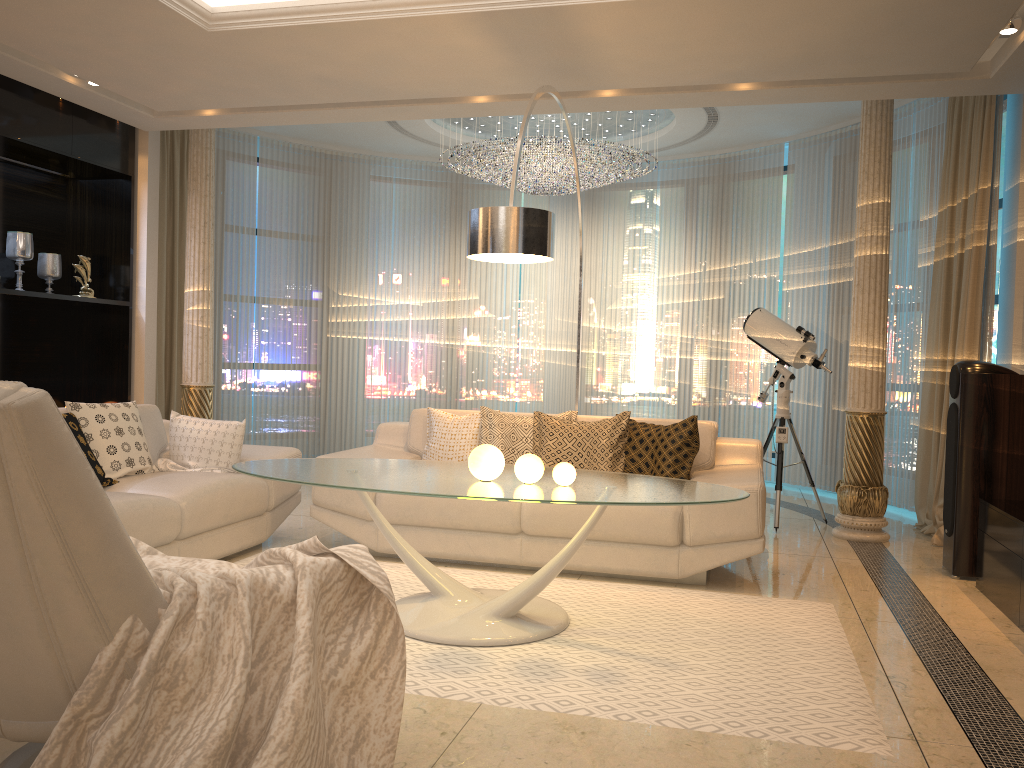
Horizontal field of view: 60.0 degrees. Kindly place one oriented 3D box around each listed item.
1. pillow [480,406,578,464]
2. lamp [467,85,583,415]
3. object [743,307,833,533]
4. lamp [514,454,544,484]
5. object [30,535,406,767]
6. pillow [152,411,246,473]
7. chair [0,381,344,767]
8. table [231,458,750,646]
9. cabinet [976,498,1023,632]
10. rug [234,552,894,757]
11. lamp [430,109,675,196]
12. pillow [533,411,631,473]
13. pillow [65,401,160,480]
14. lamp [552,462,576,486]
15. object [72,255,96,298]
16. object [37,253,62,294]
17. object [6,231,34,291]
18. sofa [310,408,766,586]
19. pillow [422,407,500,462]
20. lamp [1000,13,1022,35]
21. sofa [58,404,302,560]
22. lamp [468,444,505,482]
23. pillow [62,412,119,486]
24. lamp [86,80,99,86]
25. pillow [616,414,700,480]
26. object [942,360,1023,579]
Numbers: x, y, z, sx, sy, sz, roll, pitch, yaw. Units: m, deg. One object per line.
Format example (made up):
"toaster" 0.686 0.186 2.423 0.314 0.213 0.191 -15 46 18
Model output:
"pillow" 0.086 0.345 5.023 0.587 0.429 0.288 1 2 -11
"lamp" 0.189 -0.325 4.780 0.393 2.519 2.009 2 2 15
"object" 1.798 0.217 5.909 0.616 1.471 0.570 2 2 21
"lamp" 0.067 0.328 3.435 0.115 0.115 0.115 3 2 40
"object" -0.804 0.680 2.134 0.972 0.580 1.347 0 2 -38
"pillow" -1.693 0.313 4.765 0.521 0.325 0.281 2 2 24
"chair" -1.011 0.477 2.129 1.027 0.991 0.983 2 2 14
"table" -0.153 0.658 3.591 2.140 0.565 0.999 2 2 14
"cabinet" 2.145 0.819 2.958 0.416 0.444 2.842 2 2 15
"rug" -0.139 0.954 3.583 2.900 0.020 1.661 2 2 14
"lamp" 0.308 -1.944 7.503 2.109 0.685 2.109 1 2 -30
"pillow" 0.376 0.352 4.872 0.575 0.436 0.301 2 2 21
"pillow" -2.012 0.282 4.548 0.255 0.399 0.526 2 2 15
"lamp" 0.201 0.345 3.400 0.090 0.091 0.090 1 2 -25
"object" -2.982 -0.743 6.176 0.116 0.293 0.182 2 2 12
"object" -3.232 -0.749 6.197 0.147 0.317 0.147 2 2 17
"object" -3.302 -0.799 5.947 0.156 0.426 0.156 2 2 20
"sofa" 0.190 0.556 4.913 2.328 0.754 1.145 2 2 15
"pillow" -0.307 0.333 5.096 0.463 0.380 0.222 2 2 19
"lamp" 2.337 -1.712 4.170 0.107 0.127 0.107 2 2 -4
"sofa" -2.032 0.512 4.148 1.145 0.754 2.328 2 2 15
"lamp" -0.100 0.308 3.478 0.143 0.143 0.143 2 2 -1
"pillow" -2.086 0.306 4.095 0.323 0.355 0.524 2 2 15
"lamp" -2.523 -1.872 5.362 0.107 0.127 0.107 2 2 -4
"pillow" 0.758 0.367 4.747 0.301 0.436 0.575 0 2 -44
"object" 2.524 0.444 4.609 0.468 1.127 0.285 2 2 15
